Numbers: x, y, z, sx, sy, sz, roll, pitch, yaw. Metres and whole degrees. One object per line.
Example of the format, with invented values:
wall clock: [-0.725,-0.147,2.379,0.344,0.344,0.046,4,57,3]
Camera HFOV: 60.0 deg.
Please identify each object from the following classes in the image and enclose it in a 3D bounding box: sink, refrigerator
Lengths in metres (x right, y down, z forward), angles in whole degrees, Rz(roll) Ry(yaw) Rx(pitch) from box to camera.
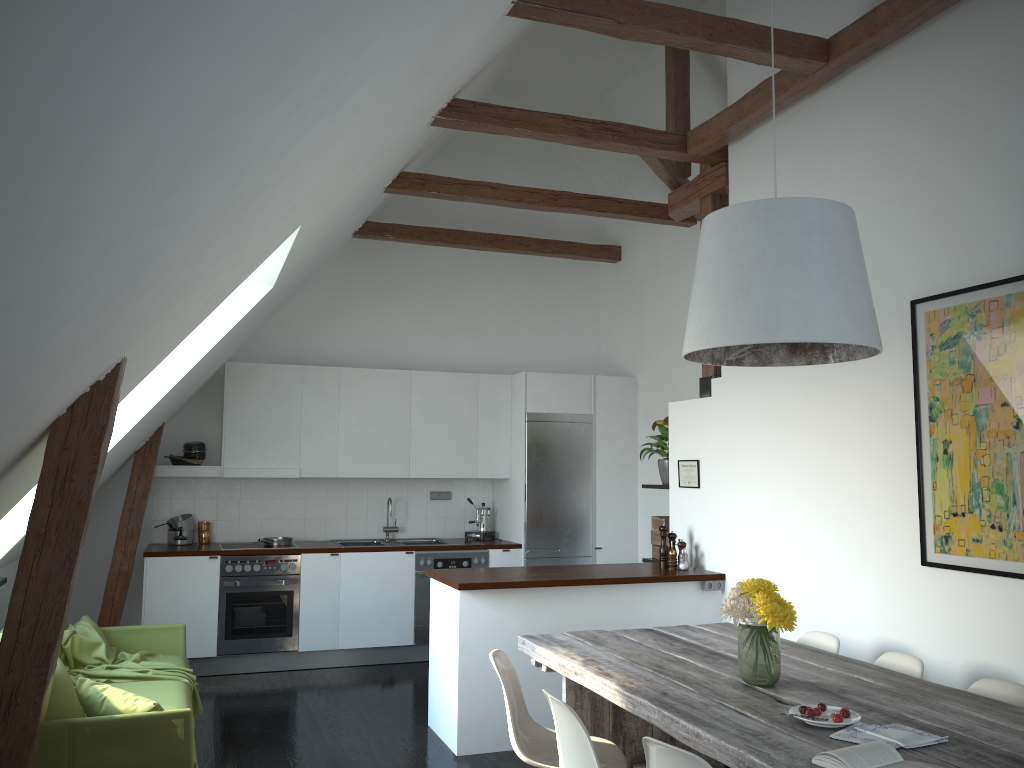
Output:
sink: [-0.987,1.218,7.432,0.963,0.519,0.671,2,-6,-20]
refrigerator: [0.396,1.182,7.503,0.609,1.868,0.031,2,-6,-20]

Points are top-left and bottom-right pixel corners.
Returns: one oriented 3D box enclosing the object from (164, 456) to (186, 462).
object: [-2.652,0.607,7.054,0.244,0.075,0.357,-4,-7,41]

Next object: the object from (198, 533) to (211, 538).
object: [-2.484,1.231,7.159,0.099,0.051,0.099,4,-7,-34]

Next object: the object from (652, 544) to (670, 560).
object: [1.194,1.190,6.267,0.329,0.101,0.287,1,-6,-10]

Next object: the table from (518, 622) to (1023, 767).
table: [0.954,1.446,3.074,1.141,0.788,2.421,2,-6,-20]

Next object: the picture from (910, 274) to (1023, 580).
picture: [1.948,0.176,3.581,0.036,1.181,0.808,2,-6,-20]

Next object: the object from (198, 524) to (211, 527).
object: [-2.487,1.153,7.162,0.100,0.036,0.100,0,-6,9]

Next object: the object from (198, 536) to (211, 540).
object: [-2.482,1.248,7.157,0.100,0.048,0.099,1,-6,-1]

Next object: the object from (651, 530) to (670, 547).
object: [1.195,1.091,6.276,0.287,0.101,0.329,3,-6,-25]

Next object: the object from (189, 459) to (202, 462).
object: [-2.572,0.600,7.044,0.335,0.031,0.065,-2,-6,27]

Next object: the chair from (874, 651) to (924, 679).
chair: [1.341,1.482,3.484,0.542,0.801,0.465,2,-6,-14]

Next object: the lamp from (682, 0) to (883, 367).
lamp: [0.998,-1.499,3.387,0.697,2.813,0.757,-3,-6,30]

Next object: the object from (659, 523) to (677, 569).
object: [0.997,1.032,5.662,0.123,0.283,0.061,2,-6,-20]

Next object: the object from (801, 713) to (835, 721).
object: [0.926,0.998,2.661,0.110,0.011,0.058,2,-6,-16]

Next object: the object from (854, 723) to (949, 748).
object: [1.105,0.993,2.517,0.182,0.016,0.179,3,-6,-25]

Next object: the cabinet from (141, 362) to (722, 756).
cabinet: [-0.416,0.974,6.429,4.208,2.369,3.033,2,-6,-20]

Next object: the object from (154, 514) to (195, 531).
object: [-2.693,1.117,7.017,0.203,0.169,0.371,-5,-8,42]

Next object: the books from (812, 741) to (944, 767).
books: [0.923,0.953,2.233,0.202,0.042,0.251,4,-7,-31]

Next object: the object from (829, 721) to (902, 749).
object: [1.021,0.992,2.504,0.185,0.014,0.182,-5,-8,44]

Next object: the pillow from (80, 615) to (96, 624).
pillow: [-2.318,1.440,4.869,0.210,0.275,0.462,3,-6,-22]

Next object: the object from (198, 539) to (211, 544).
object: [-2.481,1.270,7.157,0.100,0.036,0.100,3,-6,-23]

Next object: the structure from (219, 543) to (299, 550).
structure: [-1.997,1.293,6.981,0.574,0.041,0.504,2,-6,-20]

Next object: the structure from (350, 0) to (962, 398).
structure: [4.311,-2.090,1.191,10.230,3.562,15.910,2,-6,-14]

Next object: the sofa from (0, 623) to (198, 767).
sofa: [-1.974,1.511,4.178,0.898,0.825,2.093,3,-6,-21]

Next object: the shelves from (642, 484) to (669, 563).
shelves: [1.313,0.994,6.293,0.660,0.553,0.408,2,-6,-20]

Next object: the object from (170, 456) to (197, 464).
object: [-2.591,0.598,6.980,0.332,0.065,0.065,-4,-7,37]

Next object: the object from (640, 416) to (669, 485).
object: [1.164,0.480,6.386,0.493,0.486,0.506,0,-6,0]

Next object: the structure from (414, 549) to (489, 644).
structure: [-0.566,1.733,7.381,0.612,0.725,0.582,2,-6,-20]

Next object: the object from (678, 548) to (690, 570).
object: [1.075,1.096,5.550,0.069,0.135,0.069,6,-8,-44]

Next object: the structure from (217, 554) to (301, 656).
structure: [-2.002,1.684,6.958,0.583,0.725,0.749,2,-6,-20]

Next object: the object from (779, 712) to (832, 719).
object: [0.892,0.990,2.644,0.194,0.022,0.019,1,-6,-4]

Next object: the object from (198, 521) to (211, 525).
object: [-2.486,1.133,7.164,0.100,0.047,0.099,3,-6,-24]

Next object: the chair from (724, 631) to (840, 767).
chair: [1.181,1.524,3.928,0.542,0.801,0.465,2,-6,-19]

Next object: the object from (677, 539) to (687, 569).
object: [1.078,1.079,5.627,0.058,0.184,0.058,3,-6,-23]

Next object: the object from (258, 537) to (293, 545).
object: [-1.926,1.254,7.099,0.232,0.061,0.351,-5,-8,44]

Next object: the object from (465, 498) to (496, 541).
object: [-0.302,1.188,7.832,0.206,0.370,0.353,-2,-6,27]

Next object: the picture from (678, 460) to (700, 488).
picture: [1.155,0.587,5.787,0.023,0.182,0.250,2,-6,-20]

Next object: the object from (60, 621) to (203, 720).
object: [-2.074,1.550,4.814,0.722,0.493,0.711,3,-6,-24]

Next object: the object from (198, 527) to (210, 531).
object: [-2.488,1.170,7.161,0.100,0.036,0.100,-4,-7,37]

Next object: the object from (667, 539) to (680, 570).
object: [1.014,1.069,5.575,0.080,0.192,0.058,4,-7,-36]

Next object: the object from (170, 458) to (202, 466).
object: [-2.572,0.622,7.041,0.243,0.056,0.350,4,-6,-31]

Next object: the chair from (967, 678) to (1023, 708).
chair: [1.511,1.435,2.978,0.542,0.801,0.465,3,-6,-24]

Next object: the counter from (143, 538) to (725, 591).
counter: [-0.815,1.233,6.234,3.365,0.038,3.085,2,-6,-20]

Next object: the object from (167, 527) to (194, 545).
object: [-2.592,1.196,7.014,0.200,0.154,0.348,5,-7,-40]

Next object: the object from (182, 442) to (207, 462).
object: [-2.550,0.544,7.123,0.200,0.166,0.190,-3,-7,33]

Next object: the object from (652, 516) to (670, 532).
object: [1.195,0.991,6.297,0.329,0.101,0.287,1,-6,-10]

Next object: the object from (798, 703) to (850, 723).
object: [0.950,0.993,2.682,0.144,0.034,0.132,-5,-7,42]

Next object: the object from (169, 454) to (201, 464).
object: [-2.583,0.593,6.993,0.331,0.077,0.061,-3,-6,28]

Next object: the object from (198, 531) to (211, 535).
object: [-2.487,1.210,7.162,0.099,0.043,0.100,4,-7,-32]

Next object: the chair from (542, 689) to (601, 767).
chair: [0.371,1.422,2.945,0.542,0.801,0.465,2,-6,-19]

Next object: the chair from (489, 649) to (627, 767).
chair: [0.179,1.473,3.487,0.542,0.801,0.465,0,-6,6]

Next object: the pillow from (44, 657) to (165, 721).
pillow: [-1.617,1.253,3.511,0.600,0.387,0.475,3,-6,-22]

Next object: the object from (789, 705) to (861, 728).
object: [0.941,1.003,2.667,0.205,0.024,0.205,3,-6,-28]

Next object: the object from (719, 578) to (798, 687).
object: [0.879,0.877,3.154,0.293,0.365,0.233,-4,-7,41]

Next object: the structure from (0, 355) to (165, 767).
structure: [-1.054,0.631,0.783,1.023,1.963,12.350,2,-6,-20]

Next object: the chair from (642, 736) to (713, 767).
chair: [0.632,1.380,2.488,0.542,0.801,0.465,4,-7,-34]

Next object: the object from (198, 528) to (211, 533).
object: [-2.488,1.188,7.163,0.099,0.057,0.101,1,-6,-8]
